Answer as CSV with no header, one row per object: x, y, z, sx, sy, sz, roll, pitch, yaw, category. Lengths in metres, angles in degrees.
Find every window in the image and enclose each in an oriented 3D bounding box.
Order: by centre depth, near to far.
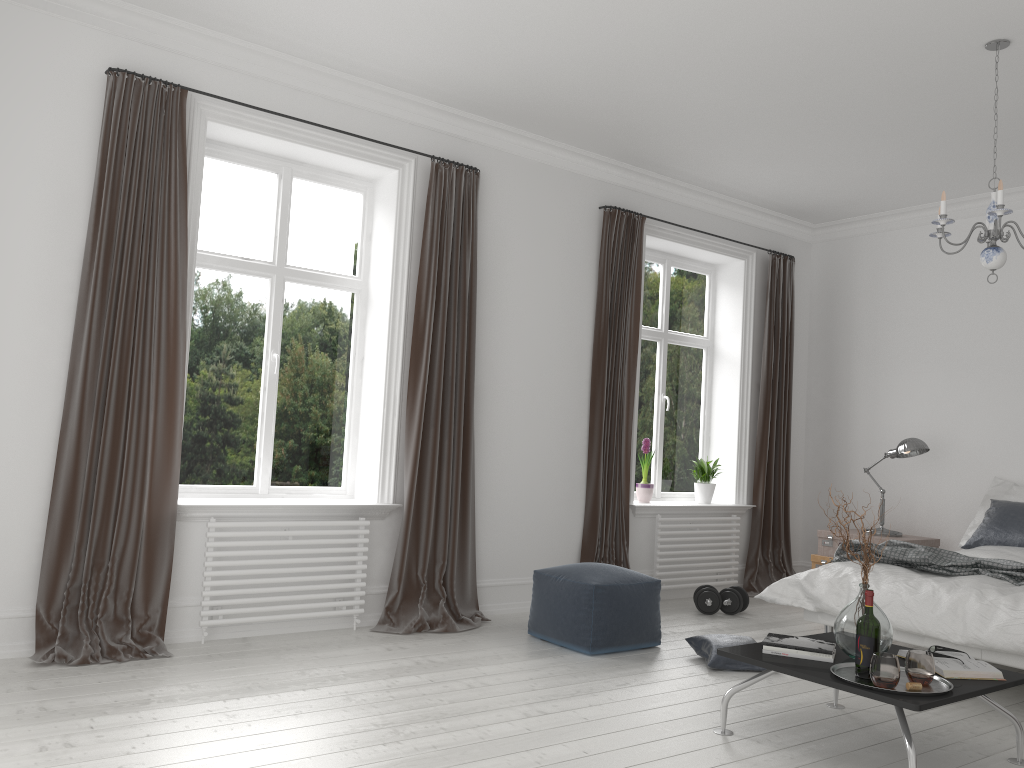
-1.328,-0.312,5.002,1.112,1.956,0.120,6,-5,-37,window
1.187,-0.049,6.893,1.112,1.956,0.120,6,-5,-37,window

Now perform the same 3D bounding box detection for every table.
1.346,1.208,3.344,0.824,0.313,0.833,6,-5,-37,table

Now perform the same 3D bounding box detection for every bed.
2.946,1.076,4.646,2.473,0.926,2.217,6,-5,-36,bed

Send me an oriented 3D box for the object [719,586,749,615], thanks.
1.490,1.457,5.974,0.179,0.179,0.326,1,-4,33,object

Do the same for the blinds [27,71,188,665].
-1.762,-0.115,4.054,0.595,2.681,0.246,5,-4,-29,blinds

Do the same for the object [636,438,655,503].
0.985,0.634,6.536,0.129,0.476,0.129,2,-4,13,object

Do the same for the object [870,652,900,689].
1.261,0.970,3.001,0.095,0.106,0.095,5,-4,-26,object

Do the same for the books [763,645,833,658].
1.114,1.023,3.449,0.254,0.014,0.191,2,-4,21,books

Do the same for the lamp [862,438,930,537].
2.710,0.727,6.282,0.269,0.699,0.488,6,-5,-37,lamp

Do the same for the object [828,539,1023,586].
2.437,1.032,4.252,0.536,0.377,2.154,6,-4,-34,object

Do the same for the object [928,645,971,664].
1.641,1.018,3.339,0.135,0.030,0.141,0,-5,38,object

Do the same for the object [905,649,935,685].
1.415,0.983,3.077,0.095,0.106,0.095,5,-4,-26,object

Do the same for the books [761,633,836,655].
1.119,1.011,3.455,0.257,0.012,0.207,2,-4,24,books

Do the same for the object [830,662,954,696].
1.340,1.059,3.198,0.395,0.063,0.622,2,-4,12,object

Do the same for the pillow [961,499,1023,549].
3.278,0.905,5.452,0.405,0.329,0.837,6,-5,-36,pillow

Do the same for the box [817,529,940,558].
2.611,1.170,6.353,0.537,0.185,0.647,6,-5,-37,box

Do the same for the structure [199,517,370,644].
-1.182,1.027,4.621,0.887,0.670,0.120,6,-5,-37,structure

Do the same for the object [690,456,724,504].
1.493,0.736,6.869,0.284,0.369,0.215,1,-4,31,object

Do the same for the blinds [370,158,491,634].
-0.353,0.030,5.076,0.769,2.680,0.318,6,-5,-41,blinds

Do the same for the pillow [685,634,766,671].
1.127,1.362,4.536,0.391,0.121,0.381,4,-4,-6,pillow

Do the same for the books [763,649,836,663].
1.116,1.037,3.445,0.259,0.014,0.191,2,-4,22,books

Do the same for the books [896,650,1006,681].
1.643,1.048,3.338,0.231,0.040,0.342,4,-4,-5,books

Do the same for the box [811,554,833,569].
2.572,1.354,6.379,0.537,0.185,0.647,6,-5,-37,box

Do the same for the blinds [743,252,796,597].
2.155,0.294,6.978,0.779,2.680,0.327,7,-5,-42,blinds

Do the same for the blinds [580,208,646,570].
0.750,0.150,5.964,0.582,2.681,0.294,5,-4,-30,blinds

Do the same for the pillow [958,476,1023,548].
3.724,0.862,5.213,0.465,0.529,1.965,6,-5,-37,pillow

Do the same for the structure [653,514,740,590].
1.337,1.291,6.510,0.887,0.670,0.114,6,-5,-37,structure

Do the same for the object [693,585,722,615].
1.310,1.445,5.942,0.179,0.179,0.326,3,-4,8,object

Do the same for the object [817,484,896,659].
1.324,0.721,3.434,0.291,0.666,0.313,2,-4,16,object

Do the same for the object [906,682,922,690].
1.349,1.015,2.976,0.046,0.024,0.024,4,-4,-7,object

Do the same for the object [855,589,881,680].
1.257,0.879,3.127,0.081,0.303,0.081,5,-4,-20,object

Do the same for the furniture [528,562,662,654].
0.459,1.204,4.886,0.646,0.423,0.646,6,-5,-36,furniture

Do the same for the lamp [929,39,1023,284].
2.215,-1.015,4.064,0.528,1.123,0.594,6,-5,-37,lamp
